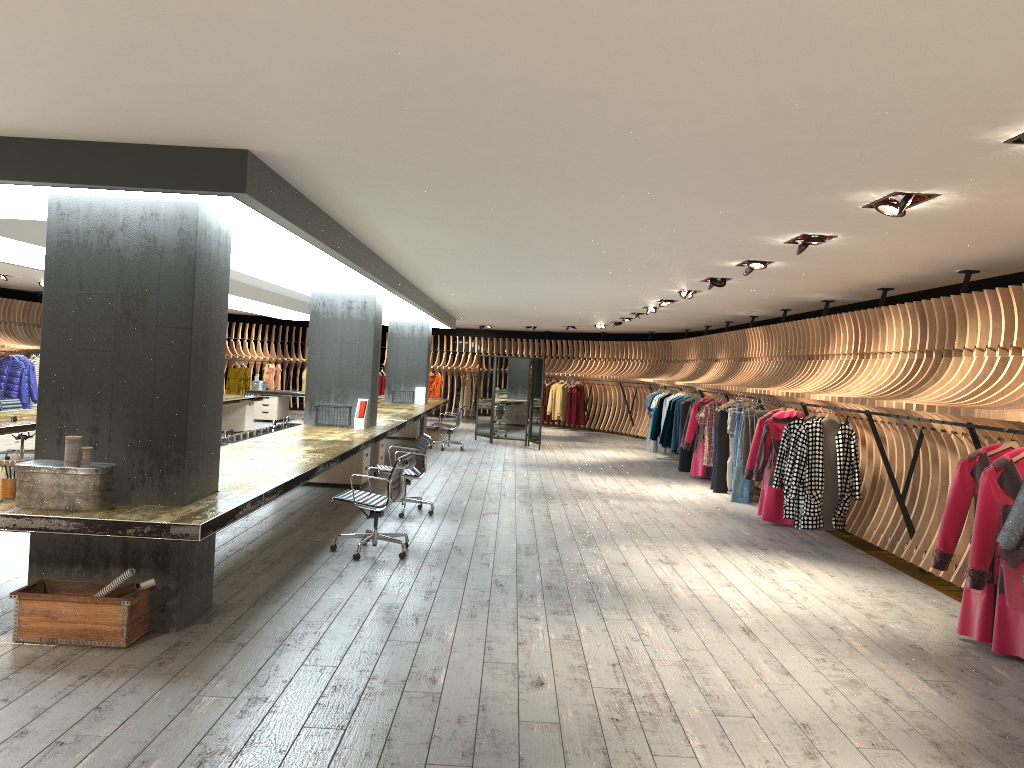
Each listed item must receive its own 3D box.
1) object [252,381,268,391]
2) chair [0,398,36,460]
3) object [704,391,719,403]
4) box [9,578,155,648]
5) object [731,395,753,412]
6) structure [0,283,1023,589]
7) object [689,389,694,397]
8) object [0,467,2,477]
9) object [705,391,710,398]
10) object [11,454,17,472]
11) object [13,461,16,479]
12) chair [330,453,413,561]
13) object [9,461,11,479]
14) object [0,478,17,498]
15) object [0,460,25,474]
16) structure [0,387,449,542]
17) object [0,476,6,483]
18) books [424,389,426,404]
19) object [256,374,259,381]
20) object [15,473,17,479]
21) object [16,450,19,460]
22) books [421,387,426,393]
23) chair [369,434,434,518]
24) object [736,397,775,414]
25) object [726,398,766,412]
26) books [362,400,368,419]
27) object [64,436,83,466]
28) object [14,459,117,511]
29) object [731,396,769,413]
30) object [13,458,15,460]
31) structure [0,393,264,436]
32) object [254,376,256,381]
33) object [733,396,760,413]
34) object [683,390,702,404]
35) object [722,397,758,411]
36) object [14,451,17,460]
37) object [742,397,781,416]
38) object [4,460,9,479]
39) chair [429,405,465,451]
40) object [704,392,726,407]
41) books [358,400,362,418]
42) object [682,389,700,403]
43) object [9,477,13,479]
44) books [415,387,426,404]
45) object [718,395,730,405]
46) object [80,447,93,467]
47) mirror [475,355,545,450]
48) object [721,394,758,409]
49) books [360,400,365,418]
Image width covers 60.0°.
[{"bbox_3d":[-6.212,0.044,21.809,0.303,0.239,0.498,3,1,1],"label":"object"},{"bbox_3d":[-6.636,0.641,12.119,0.667,0.859,0.693,3,1,-9],"label":"chair"},{"bbox_3d":[3.271,0.251,14.456,0.525,0.270,0.012,3,0,10],"label":"object"},{"bbox_3d":[-2.431,1.301,5.028,0.664,0.282,0.342,3,1,0],"label":"box"},{"bbox_3d":[3.247,0.274,12.457,0.549,0.243,0.023,2,1,-38],"label":"object"},{"bbox_3d":[-3.353,0.017,9.295,14.882,2.439,36.560,3,1,0],"label":"structure"},{"bbox_3d":[3.257,0.221,15.969,0.525,0.270,0.012,3,0,10],"label":"object"},{"bbox_3d":[-3.034,0.558,5.253,0.030,0.170,0.007,3,0,20],"label":"object"},{"bbox_3d":[3.250,0.245,14.702,0.525,0.270,0.012,3,0,0],"label":"object"},{"bbox_3d":[-2.963,0.540,5.313,0.084,0.240,0.009,3,0,-23],"label":"object"},{"bbox_3d":[-2.913,0.552,5.188,0.008,0.207,0.054,3,0,-35],"label":"object"},{"bbox_3d":[-1.213,1.025,7.654,0.667,0.859,0.693,3,1,-4],"label":"chair"},{"bbox_3d":[-2.928,0.552,5.176,0.008,0.207,0.054,3,0,-13],"label":"object"},{"bbox_3d":[-2.944,0.605,5.194,0.084,0.111,0.083,3,1,-13],"label":"object"},{"bbox_3d":[-2.970,0.556,5.260,0.138,0.209,0.034,3,0,-20],"label":"object"},{"bbox_3d":[-4.046,0.766,13.369,4.836,0.844,18.478,3,1,0],"label":"structure"},{"bbox_3d":[-3.047,0.602,5.272,0.061,0.111,0.061,3,0,-11],"label":"object"},{"bbox_3d":[-2.003,0.258,19.353,0.215,0.368,0.075,3,0,0],"label":"books"},{"bbox_3d":[-6.164,-0.132,21.755,0.262,0.204,0.088,3,0,-1],"label":"object"},{"bbox_3d":[-2.926,0.600,5.313,0.108,0.128,0.108,3,1,15],"label":"object"},{"bbox_3d":[-2.943,0.526,5.298,0.008,0.267,0.060,3,0,17],"label":"object"},{"bbox_3d":[-2.003,0.257,19.395,0.215,0.368,0.047,3,0,0],"label":"books"},{"bbox_3d":[-1.216,0.984,9.732,0.667,0.859,0.693,3,1,-24],"label":"chair"},{"bbox_3d":[3.248,0.289,11.748,0.549,0.243,0.023,3,0,2],"label":"object"},{"bbox_3d":[3.252,0.279,12.299,0.549,0.243,0.023,3,0,7],"label":"object"},{"bbox_3d":[-1.974,0.403,11.828,0.048,0.368,0.215,3,0,0],"label":"books"},{"bbox_3d":[-2.475,0.396,5.084,0.088,0.204,0.262,3,1,-1],"label":"object"},{"bbox_3d":[-2.539,0.573,5.047,0.498,0.239,0.303,3,1,1],"label":"object"},{"bbox_3d":[3.264,0.293,12.071,0.548,0.256,0.023,4,0,26],"label":"object"},{"bbox_3d":[-2.952,0.550,5.308,0.009,0.222,0.082,3,0,29],"label":"object"},{"bbox_3d":[-5.880,0.661,13.587,1.162,0.844,10.453,3,1,0],"label":"structure"},{"bbox_3d":[-6.268,-0.129,21.669,0.062,0.109,0.062,3,0,-34],"label":"object"},{"bbox_3d":[3.245,0.283,12.192,0.549,0.243,0.023,3,0,-28],"label":"object"},{"bbox_3d":[3.252,0.232,15.489,0.525,0.270,0.012,3,0,5],"label":"object"},{"bbox_3d":[3.248,0.277,12.565,0.549,0.250,0.023,3,0,2],"label":"object"},{"bbox_3d":[-2.948,0.528,5.298,0.012,0.264,0.062,3,0,42],"label":"object"},{"bbox_3d":[3.276,0.304,11.556,0.547,0.262,0.023,3,0,2],"label":"object"},{"bbox_3d":[-2.945,0.551,5.180,0.054,0.207,0.008,3,0,-17],"label":"object"},{"bbox_3d":[-1.246,0.837,17.155,0.667,0.859,0.693,3,1,-4],"label":"chair"},{"bbox_3d":[3.248,0.262,13.808,0.525,0.270,0.012,3,0,0],"label":"object"},{"bbox_3d":[-2.018,0.401,11.828,0.048,0.368,0.215,3,0,0],"label":"books"},{"bbox_3d":[3.263,0.229,15.670,0.525,0.270,0.012,4,0,25],"label":"object"},{"bbox_3d":[-3.035,0.447,5.509,0.431,0.429,0.195,3,0,-4],"label":"object"},{"bbox_3d":[-2.003,0.259,19.325,0.215,0.368,0.073,3,0,0],"label":"books"},{"bbox_3d":[3.242,0.273,13.595,0.524,0.286,0.015,3,0,-15],"label":"object"},{"bbox_3d":[-2.389,0.409,4.980,0.062,0.109,0.062,3,0,-30],"label":"object"},{"bbox_3d":[-0.037,0.349,18.910,2.113,1.892,0.443,4,1,41],"label":"mirror"},{"bbox_3d":[3.248,0.271,12.661,0.549,0.243,0.023,4,1,37],"label":"object"},{"bbox_3d":[-1.996,0.402,11.828,0.048,0.368,0.215,3,0,0],"label":"books"}]
